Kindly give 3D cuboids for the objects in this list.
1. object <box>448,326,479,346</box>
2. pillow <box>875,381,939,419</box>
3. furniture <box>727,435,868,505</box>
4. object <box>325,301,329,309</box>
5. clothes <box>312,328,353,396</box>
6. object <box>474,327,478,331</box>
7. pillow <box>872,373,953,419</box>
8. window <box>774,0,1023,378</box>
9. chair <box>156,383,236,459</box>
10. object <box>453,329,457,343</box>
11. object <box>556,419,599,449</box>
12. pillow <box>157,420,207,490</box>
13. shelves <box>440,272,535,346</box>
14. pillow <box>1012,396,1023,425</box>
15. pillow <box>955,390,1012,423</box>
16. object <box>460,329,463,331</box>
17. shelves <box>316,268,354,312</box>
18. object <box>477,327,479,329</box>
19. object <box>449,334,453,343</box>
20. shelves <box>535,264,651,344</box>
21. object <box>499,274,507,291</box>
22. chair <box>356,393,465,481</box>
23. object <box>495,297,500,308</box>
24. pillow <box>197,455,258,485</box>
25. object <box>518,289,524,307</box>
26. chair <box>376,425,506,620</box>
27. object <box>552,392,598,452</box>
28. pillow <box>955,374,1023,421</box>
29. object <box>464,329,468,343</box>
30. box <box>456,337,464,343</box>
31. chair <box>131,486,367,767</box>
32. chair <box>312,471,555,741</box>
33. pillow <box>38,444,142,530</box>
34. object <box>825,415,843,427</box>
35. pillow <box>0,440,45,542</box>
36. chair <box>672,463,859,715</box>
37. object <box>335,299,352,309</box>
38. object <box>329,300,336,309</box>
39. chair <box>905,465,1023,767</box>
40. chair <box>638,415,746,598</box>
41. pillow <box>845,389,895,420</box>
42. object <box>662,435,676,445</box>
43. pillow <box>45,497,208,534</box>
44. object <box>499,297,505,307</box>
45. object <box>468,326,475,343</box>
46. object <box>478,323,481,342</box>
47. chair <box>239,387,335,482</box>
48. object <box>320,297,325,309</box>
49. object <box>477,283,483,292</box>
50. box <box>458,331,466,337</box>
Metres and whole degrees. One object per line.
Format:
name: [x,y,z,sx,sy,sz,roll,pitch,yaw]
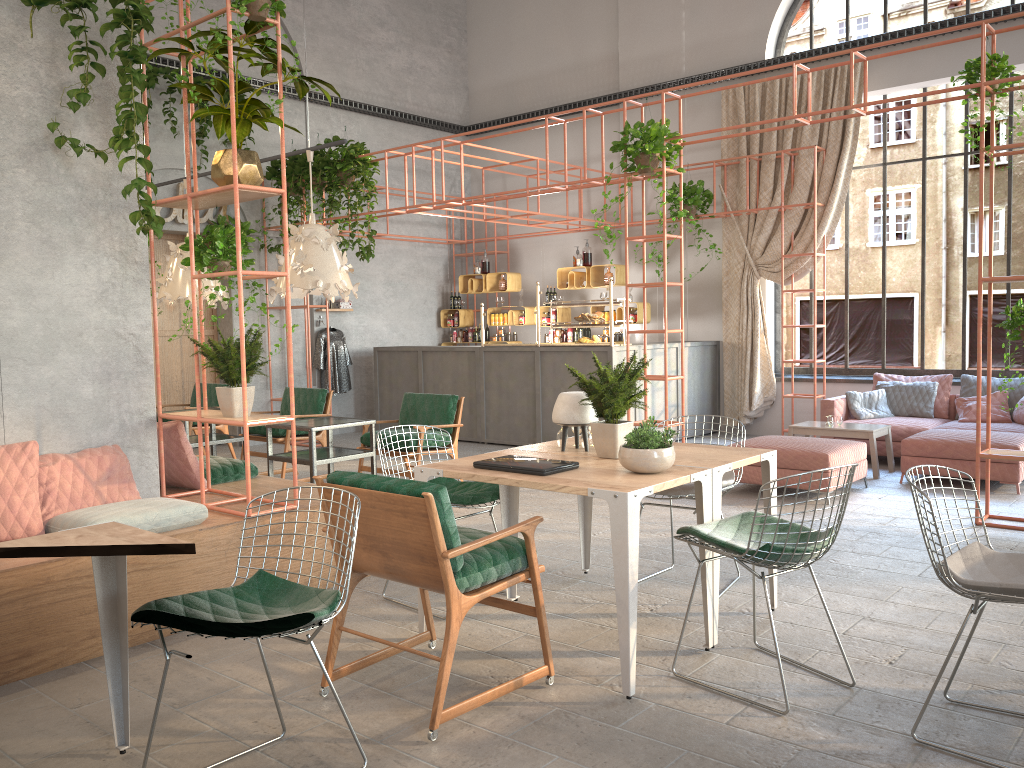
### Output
object: [-0.778,-0.634,13.927,0.711,0.529,0.084,2,5,43]
pillow: [4.233,0.165,9.583,0.666,0.385,0.289,2,5,41]
furniture: [2.491,0.711,7.816,0.976,0.446,0.941,2,5,40]
object: [-2.589,-1.127,12.409,0.063,0.151,0.063,1,4,26]
clothes: [-2.512,-0.300,12.523,0.366,0.997,0.625,0,4,20]
object: [-0.577,-0.773,13.828,0.094,0.248,0.072,2,5,40]
pillow: [4.340,0.124,9.686,0.839,0.474,0.276,2,5,41]
window: [5.007,-2.848,10.249,4.127,5.538,0.089,2,5,40]
chair: [-3.531,0.470,9.826,0.722,0.930,0.685,2,5,40]
object: [-0.900,-0.757,13.988,0.070,0.209,0.070,1,4,30]
object: [0.356,0.260,4.778,0.210,0.154,0.165,1,4,30]
pillow: [-2.322,0.445,5.708,0.839,0.474,0.276,1,4,31]
shelves: [-0.357,-0.771,13.683,1.750,1.838,0.328,2,5,40]
pillow: [5.071,0.226,8.636,0.308,0.349,0.495,-1,4,0]
pillow: [4.762,0.229,8.970,0.479,0.317,0.441,0,4,22]
object: [-0.806,-0.767,14.105,0.070,0.209,0.070,0,4,23]
shelves: [-2.496,-1.416,12.495,0.186,0.790,0.560,2,5,40]
object: [-0.535,-0.778,13.886,0.094,0.248,0.072,2,5,40]
object: [-0.958,-0.721,14.054,0.073,0.131,0.073,-3,4,-25]
shelves: [1.107,-0.722,12.443,1.750,1.838,0.328,2,5,40]
object: [-0.134,-1.529,13.419,0.137,0.261,0.137,-2,4,-14]
chair: [-0.858,0.561,7.563,0.722,0.929,0.685,2,5,40]
object: [-0.217,-1.234,13.409,0.083,0.159,0.083,-4,5,-40]
pillow: [-2.127,0.600,6.111,0.637,0.149,0.491,2,5,41]
object: [0.132,-1.289,13.271,0.075,0.273,0.075,-1,4,7]
chair: [-0.376,0.716,4.870,0.717,0.941,0.565,2,5,42]
object: [0.329,0.199,4.619,0.241,0.313,0.241,-2,4,-5]
pillow: [5.024,0.151,9.093,0.836,0.476,0.273,2,5,41]
object: [-0.711,-0.756,13.840,0.073,0.219,0.105,-5,5,-43]
box: [-0.806,-0.697,13.916,0.122,0.093,0.058,2,5,40]
chair: [-0.846,0.856,2.890,0.565,0.941,0.717,2,5,37]
chair: [-0.326,0.802,3.623,0.722,0.917,0.685,2,5,40]
pillow: [-2.326,0.554,4.761,0.289,0.385,0.666,1,5,36]
object: [3.133,0.390,8.709,0.199,0.145,0.156,-4,5,-35]
pillow: [-2.726,0.547,4.254,0.839,0.474,0.276,-3,4,-29]
chair: [1.046,0.764,3.677,0.565,0.941,0.717,-4,4,-33]
object: [-2.401,-1.140,12.644,0.129,0.149,0.219,2,5,40]
object: [-2.541,-1.159,12.478,0.081,0.204,0.081,2,5,41]
chair: [1.760,0.787,3.085,0.717,0.941,0.565,2,5,42]
chair: [0.978,0.676,5.037,0.565,0.941,0.717,2,5,37]
pillow: [3.860,0.228,9.511,0.500,0.324,0.307,-2,4,-14]
object: [0.768,0.304,4.758,0.218,0.041,0.218,-5,5,-41]
pillow: [-1.973,0.698,4.562,0.491,0.149,0.637,2,5,41]
object: [-0.147,-1.232,13.350,0.083,0.159,0.083,-4,5,-40]
object: [-0.625,-0.769,13.774,0.094,0.248,0.072,2,5,40]
object: [-0.485,-0.786,13.654,0.066,0.291,0.066,0,4,24]
chair: [-2.208,0.515,8.707,0.722,0.930,0.685,2,5,40]
object: [-2.647,-1.129,12.373,0.055,0.164,0.092,-3,4,-31]
object: [-0.463,-1.476,13.621,0.141,0.142,0.123,2,5,40]
box: [-0.785,-0.792,13.943,0.058,0.093,0.122,-4,5,-38]
